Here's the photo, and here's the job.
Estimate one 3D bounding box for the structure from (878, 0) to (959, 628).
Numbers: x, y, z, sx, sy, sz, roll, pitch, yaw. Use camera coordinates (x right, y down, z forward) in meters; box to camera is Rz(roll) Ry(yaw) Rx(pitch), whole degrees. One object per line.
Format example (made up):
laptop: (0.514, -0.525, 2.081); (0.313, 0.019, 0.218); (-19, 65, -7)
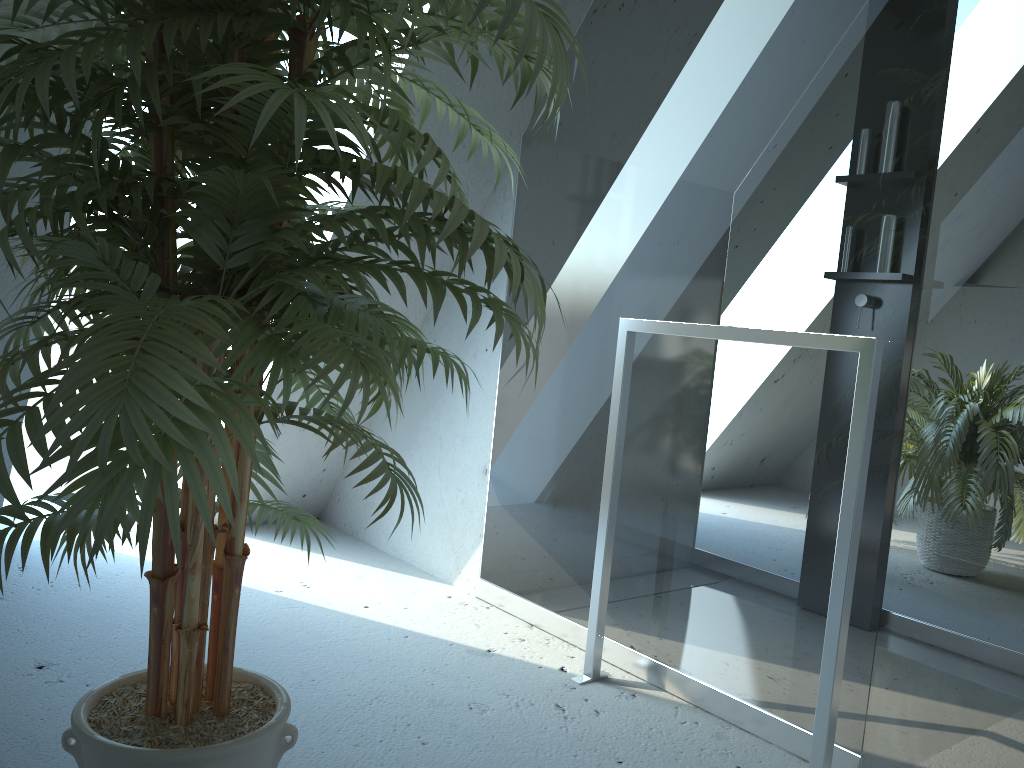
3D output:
structure: (0.910, -0.255, 2.562); (0.612, 1.978, 0.250); (2, 5, -40)

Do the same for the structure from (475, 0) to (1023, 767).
structure: (0.897, -0.296, 2.151); (1.184, 2.114, 1.835); (2, 5, -40)

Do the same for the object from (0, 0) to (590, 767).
object: (-0.387, -0.312, 1.187); (1.020, 2.034, 0.980); (6, 4, 9)
